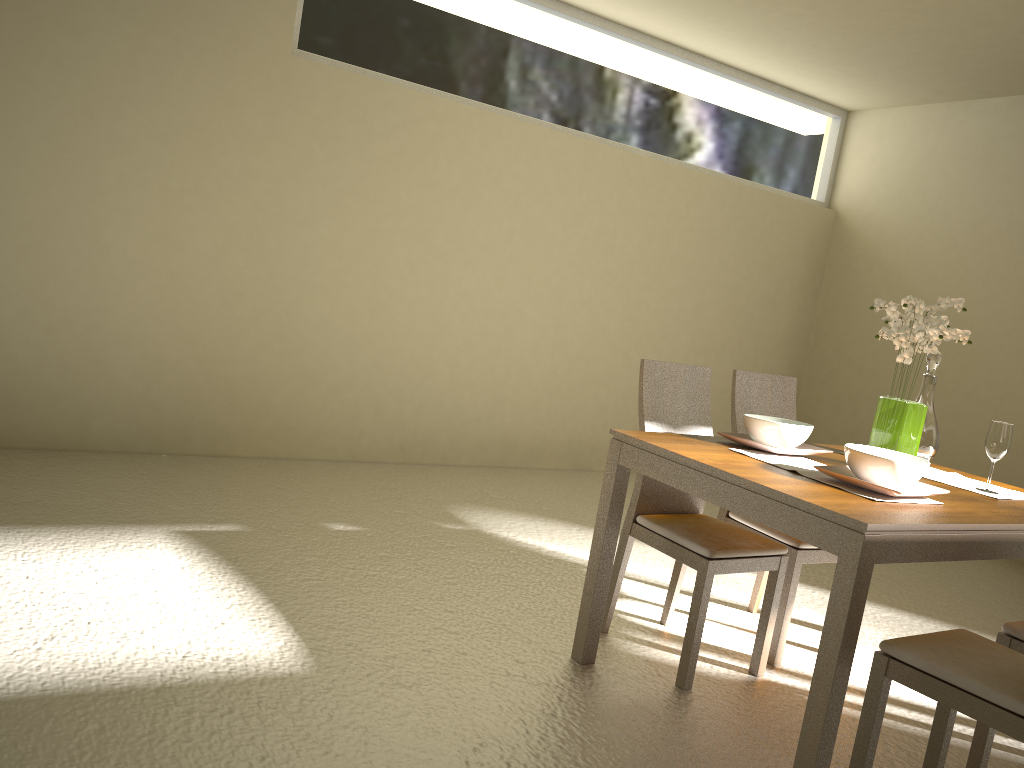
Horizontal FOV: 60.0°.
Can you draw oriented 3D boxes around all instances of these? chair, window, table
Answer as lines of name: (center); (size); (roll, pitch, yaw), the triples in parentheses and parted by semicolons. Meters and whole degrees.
chair: (1.237, 0.672, 2.155); (0.404, 1.017, 0.507); (5, 8, -34)
window: (2.187, -0.333, 3.573); (4.466, 3.000, 6.429); (5, 8, -34)
chair: (1.730, 0.719, 2.478); (0.404, 1.017, 0.507); (6, 7, -32)
table: (1.107, 0.683, 2.906); (1.411, 0.790, 1.000); (6, 7, -32)
chair: (1.077, 0.498, 3.475); (0.404, 1.017, 0.507); (6, 7, -31)
chair: (0.665, 0.465, 3.147); (0.404, 1.017, 0.507); (5, 8, -35)

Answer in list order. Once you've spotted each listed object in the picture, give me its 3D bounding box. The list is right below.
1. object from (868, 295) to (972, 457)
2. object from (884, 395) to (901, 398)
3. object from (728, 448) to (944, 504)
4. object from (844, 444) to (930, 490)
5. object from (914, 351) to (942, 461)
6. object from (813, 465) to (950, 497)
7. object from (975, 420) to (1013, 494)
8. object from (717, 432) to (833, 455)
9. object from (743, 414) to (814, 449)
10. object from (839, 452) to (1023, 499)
object: (1.304, 0.003, 2.913); (0.302, 0.608, 0.304); (6, 7, -29)
object: (1.403, 0.159, 3.320); (0.075, 0.232, 0.075); (11, 7, 16)
object: (0.965, 0.273, 2.703); (0.287, 0.010, 0.589); (6, 7, -29)
object: (1.071, 0.249, 2.560); (0.233, 0.101, 0.233); (4, 9, -43)
object: (1.489, 0.087, 3.212); (0.156, 0.426, 0.156); (11, 6, 9)
object: (1.064, 0.288, 2.565); (0.283, 0.033, 0.283); (5, 8, -38)
object: (1.576, 0.239, 2.894); (0.075, 0.232, 0.075); (11, 7, 16)
object: (0.892, 0.210, 3.023); (0.283, 0.041, 0.283); (6, 7, -32)
object: (0.897, 0.170, 3.021); (0.233, 0.107, 0.232); (7, 7, -21)
object: (1.485, 0.315, 3.112); (0.287, 0.010, 0.589); (5, 8, -35)
